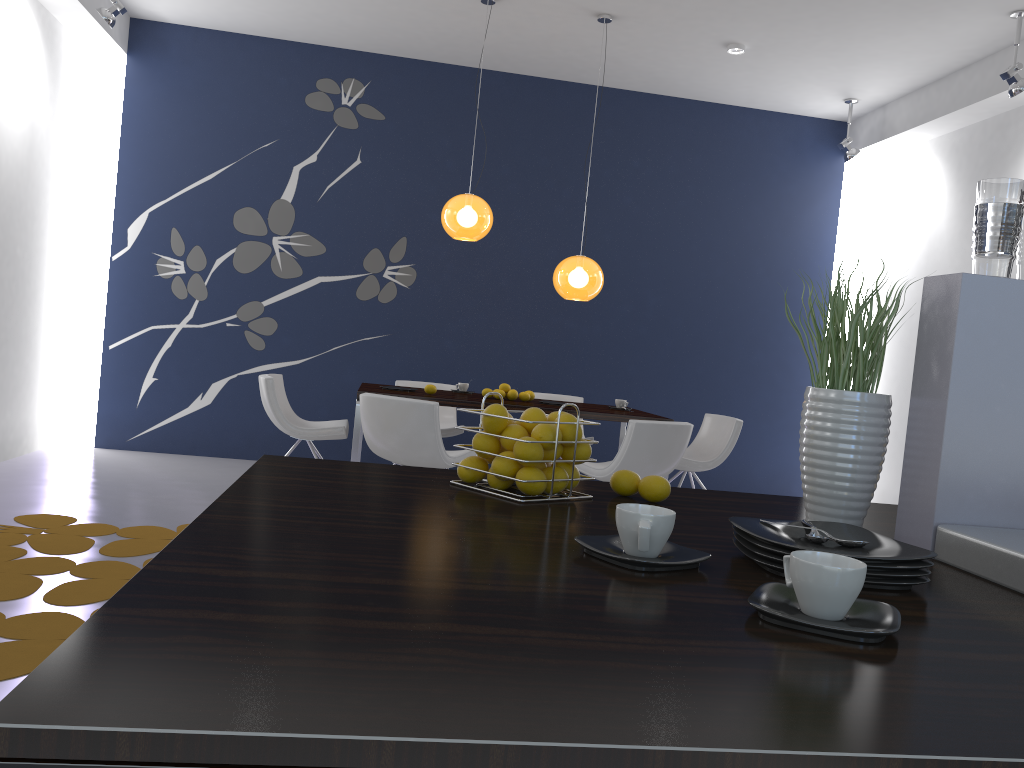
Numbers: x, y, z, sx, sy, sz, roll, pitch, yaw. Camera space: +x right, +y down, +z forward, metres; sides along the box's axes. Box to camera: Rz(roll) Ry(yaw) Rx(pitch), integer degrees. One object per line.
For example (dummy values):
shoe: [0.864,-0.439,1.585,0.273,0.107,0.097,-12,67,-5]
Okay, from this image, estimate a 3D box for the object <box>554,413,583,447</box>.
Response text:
object: [0.102,0.084,1.623,0.052,0.060,0.057,5,2,-20]

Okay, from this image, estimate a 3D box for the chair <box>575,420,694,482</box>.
chair: [0.705,0.595,5.349,0.508,0.805,0.620,4,2,-38]

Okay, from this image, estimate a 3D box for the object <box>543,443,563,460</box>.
object: [0.062,0.118,1.629,0.064,0.053,0.051,5,2,-6]

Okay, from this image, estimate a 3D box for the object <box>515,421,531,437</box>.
object: [0.028,0.093,1.715,0.061,0.052,0.053,6,2,5]

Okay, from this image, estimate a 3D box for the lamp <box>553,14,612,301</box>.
lamp: [0.549,-1.572,6.198,0.359,1.974,0.358,6,2,-3]

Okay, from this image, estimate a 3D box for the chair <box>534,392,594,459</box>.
chair: [0.337,0.496,7.181,0.508,0.805,0.620,5,2,-8]

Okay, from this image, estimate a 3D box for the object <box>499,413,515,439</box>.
object: [-0.021,0.077,1.684,0.051,0.053,0.063,6,2,5]

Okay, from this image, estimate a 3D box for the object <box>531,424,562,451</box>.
object: [0.063,0.094,1.586,0.053,0.051,0.063,7,2,37]

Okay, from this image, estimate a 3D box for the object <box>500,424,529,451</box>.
object: [0.005,0.099,1.619,0.055,0.051,0.061,5,2,-14]

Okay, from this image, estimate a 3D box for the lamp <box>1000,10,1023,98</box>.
lamp: [3.134,-2.026,5.480,0.185,0.511,0.150,5,2,-8]

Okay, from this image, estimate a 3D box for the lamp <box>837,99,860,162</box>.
lamp: [2.851,-2.122,7.458,0.185,0.511,0.150,5,2,-8]

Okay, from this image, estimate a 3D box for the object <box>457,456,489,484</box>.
object: [-0.072,0.160,1.653,0.053,0.052,0.062,7,2,31]

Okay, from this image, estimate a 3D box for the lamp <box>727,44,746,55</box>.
lamp: [1.641,-2.449,6.486,0.132,0.035,0.132,7,2,39]

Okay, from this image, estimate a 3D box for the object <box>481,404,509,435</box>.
object: [-0.031,0.065,1.618,0.050,0.060,0.059,5,2,-9]

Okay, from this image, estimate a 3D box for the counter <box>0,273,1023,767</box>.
counter: [1.190,0.529,1.398,3.291,1.300,1.302,5,2,-8]

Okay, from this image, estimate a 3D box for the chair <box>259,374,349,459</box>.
chair: [-1.439,0.358,6.052,0.620,0.805,0.508,5,2,-8]

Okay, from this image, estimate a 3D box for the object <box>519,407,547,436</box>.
object: [0.040,0.070,1.647,0.051,0.053,0.063,5,2,-7]

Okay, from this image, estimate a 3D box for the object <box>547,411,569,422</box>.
object: [0.092,0.077,1.674,0.063,0.051,0.053,7,3,39]

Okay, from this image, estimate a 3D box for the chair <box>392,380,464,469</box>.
chair: [-0.687,0.399,7.029,0.508,0.805,0.620,5,2,-13]

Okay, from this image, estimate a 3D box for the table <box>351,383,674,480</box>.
table: [-0.068,0.500,6.204,2.046,0.783,1.127,5,2,-8]

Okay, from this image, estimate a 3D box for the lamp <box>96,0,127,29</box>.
lamp: [-2.640,-2.613,5.865,0.185,0.511,0.150,5,2,-8]

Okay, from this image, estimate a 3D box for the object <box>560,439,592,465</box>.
object: [0.117,0.124,1.646,0.053,0.051,0.063,4,3,-40]

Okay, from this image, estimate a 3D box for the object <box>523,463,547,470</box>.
object: [0.036,0.163,1.656,0.057,0.060,0.052,6,2,-3]

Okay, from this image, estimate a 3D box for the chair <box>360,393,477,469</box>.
chair: [-0.577,0.474,5.169,0.508,0.805,0.620,7,2,27]

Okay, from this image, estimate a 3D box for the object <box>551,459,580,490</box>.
object: [0.099,0.169,1.661,0.060,0.057,0.052,5,2,-7]

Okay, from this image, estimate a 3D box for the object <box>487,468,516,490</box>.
object: [-0.018,0.168,1.631,0.050,0.055,0.061,7,2,37]

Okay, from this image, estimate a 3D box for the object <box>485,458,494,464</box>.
object: [-0.027,0.127,1.692,0.061,0.055,0.051,5,2,-29]

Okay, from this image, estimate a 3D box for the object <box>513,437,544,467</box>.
object: [0.029,0.120,1.559,0.053,0.055,0.060,7,2,35]

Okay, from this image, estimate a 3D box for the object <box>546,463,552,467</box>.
object: [0.049,0.169,1.697,0.064,0.063,0.074,6,2,12]

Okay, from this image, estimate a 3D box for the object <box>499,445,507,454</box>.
object: [0.000,0.127,1.676,0.051,0.053,0.062,6,2,0]

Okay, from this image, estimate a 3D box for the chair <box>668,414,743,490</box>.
chair: [1.301,0.616,6.458,0.620,0.805,0.508,5,2,-13]

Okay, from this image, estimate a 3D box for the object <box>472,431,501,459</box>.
object: [-0.047,0.112,1.636,0.053,0.054,0.061,7,2,38]

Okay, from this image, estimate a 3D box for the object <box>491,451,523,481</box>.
object: [-0.008,0.146,1.588,0.052,0.053,0.062,7,2,29]

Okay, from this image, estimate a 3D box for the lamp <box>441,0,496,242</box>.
lamp: [-0.241,-1.811,6.071,0.358,1.645,0.359,6,2,2]
